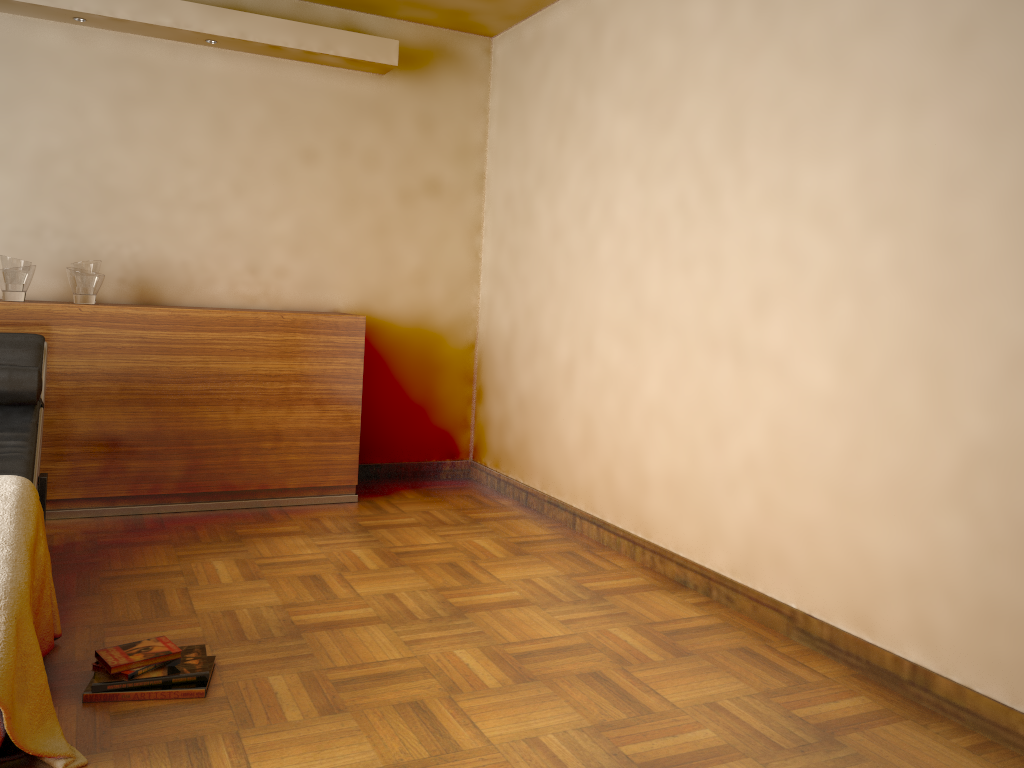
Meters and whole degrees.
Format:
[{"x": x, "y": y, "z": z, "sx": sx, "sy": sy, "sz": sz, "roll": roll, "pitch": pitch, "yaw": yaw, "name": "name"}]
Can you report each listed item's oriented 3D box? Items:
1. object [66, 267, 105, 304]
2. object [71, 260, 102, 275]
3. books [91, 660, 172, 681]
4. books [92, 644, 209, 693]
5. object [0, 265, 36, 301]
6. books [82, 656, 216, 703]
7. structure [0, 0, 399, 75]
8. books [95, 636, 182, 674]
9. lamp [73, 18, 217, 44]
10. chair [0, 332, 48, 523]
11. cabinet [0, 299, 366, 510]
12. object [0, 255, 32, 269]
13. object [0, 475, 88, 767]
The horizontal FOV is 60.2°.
[{"x": -1.856, "y": -0.426, "z": 3.840, "sx": 0.155, "sy": 0.154, "sz": 0.156, "roll": 1, "pitch": 4, "yaw": -36, "name": "object"}, {"x": -1.854, "y": -0.465, "z": 3.840, "sx": 0.123, "sy": 0.150, "sz": 0.122, "roll": 5, "pitch": 3, "yaw": 43, "name": "object"}, {"x": -0.949, "y": 0.699, "z": 2.235, "sx": 0.124, "sy": 0.018, "sz": 0.173, "roll": 5, "pitch": 6, "yaw": 23, "name": "books"}, {"x": -0.914, "y": 0.719, "z": 2.242, "sx": 0.264, "sy": 0.020, "sz": 0.190, "roll": 1, "pitch": 6, "yaw": -22, "name": "books"}, {"x": -2.096, "y": -0.427, "z": 3.722, "sx": 0.156, "sy": 0.154, "sz": 0.156, "roll": 4, "pitch": 3, "yaw": 20, "name": "object"}, {"x": -0.906, "y": 0.742, "z": 2.227, "sx": 0.280, "sy": 0.022, "sz": 0.201, "roll": 2, "pitch": 5, "yaw": -12, "name": "books"}, {"x": -1.611, "y": -1.698, "z": 4.123, "sx": 2.176, "sy": 0.130, "sz": 0.275, "roll": 0, "pitch": 5, "yaw": -26, "name": "structure"}, {"x": -0.942, "y": 0.681, "z": 2.230, "sx": 0.173, "sy": 0.018, "sz": 0.124, "roll": -2, "pitch": 7, "yaw": -42, "name": "books"}, {"x": -1.926, "y": -1.644, "z": 3.958, "sx": 1.156, "sy": 0.028, "sz": 0.050, "roll": 0, "pitch": 5, "yaw": -26, "name": "lamp"}, {"x": -1.651, "y": 0.294, "z": 2.438, "sx": 0.635, "sy": 0.795, "sz": 1.797, "roll": 2, "pitch": 5, "yaw": -26, "name": "chair"}, {"x": -1.562, "y": 0.078, "z": 4.050, "sx": 1.672, "sy": 0.861, "sz": 0.417, "roll": 1, "pitch": 2, "yaw": -26, "name": "cabinet"}, {"x": -2.094, "y": -0.466, "z": 3.721, "sx": 0.122, "sy": 0.150, "sz": 0.123, "roll": 1, "pitch": 3, "yaw": -44, "name": "object"}, {"x": -1.439, "y": 0.499, "z": 1.957, "sx": 0.916, "sy": 0.519, "sz": 0.913, "roll": 1, "pitch": 5, "yaw": -26, "name": "object"}]
